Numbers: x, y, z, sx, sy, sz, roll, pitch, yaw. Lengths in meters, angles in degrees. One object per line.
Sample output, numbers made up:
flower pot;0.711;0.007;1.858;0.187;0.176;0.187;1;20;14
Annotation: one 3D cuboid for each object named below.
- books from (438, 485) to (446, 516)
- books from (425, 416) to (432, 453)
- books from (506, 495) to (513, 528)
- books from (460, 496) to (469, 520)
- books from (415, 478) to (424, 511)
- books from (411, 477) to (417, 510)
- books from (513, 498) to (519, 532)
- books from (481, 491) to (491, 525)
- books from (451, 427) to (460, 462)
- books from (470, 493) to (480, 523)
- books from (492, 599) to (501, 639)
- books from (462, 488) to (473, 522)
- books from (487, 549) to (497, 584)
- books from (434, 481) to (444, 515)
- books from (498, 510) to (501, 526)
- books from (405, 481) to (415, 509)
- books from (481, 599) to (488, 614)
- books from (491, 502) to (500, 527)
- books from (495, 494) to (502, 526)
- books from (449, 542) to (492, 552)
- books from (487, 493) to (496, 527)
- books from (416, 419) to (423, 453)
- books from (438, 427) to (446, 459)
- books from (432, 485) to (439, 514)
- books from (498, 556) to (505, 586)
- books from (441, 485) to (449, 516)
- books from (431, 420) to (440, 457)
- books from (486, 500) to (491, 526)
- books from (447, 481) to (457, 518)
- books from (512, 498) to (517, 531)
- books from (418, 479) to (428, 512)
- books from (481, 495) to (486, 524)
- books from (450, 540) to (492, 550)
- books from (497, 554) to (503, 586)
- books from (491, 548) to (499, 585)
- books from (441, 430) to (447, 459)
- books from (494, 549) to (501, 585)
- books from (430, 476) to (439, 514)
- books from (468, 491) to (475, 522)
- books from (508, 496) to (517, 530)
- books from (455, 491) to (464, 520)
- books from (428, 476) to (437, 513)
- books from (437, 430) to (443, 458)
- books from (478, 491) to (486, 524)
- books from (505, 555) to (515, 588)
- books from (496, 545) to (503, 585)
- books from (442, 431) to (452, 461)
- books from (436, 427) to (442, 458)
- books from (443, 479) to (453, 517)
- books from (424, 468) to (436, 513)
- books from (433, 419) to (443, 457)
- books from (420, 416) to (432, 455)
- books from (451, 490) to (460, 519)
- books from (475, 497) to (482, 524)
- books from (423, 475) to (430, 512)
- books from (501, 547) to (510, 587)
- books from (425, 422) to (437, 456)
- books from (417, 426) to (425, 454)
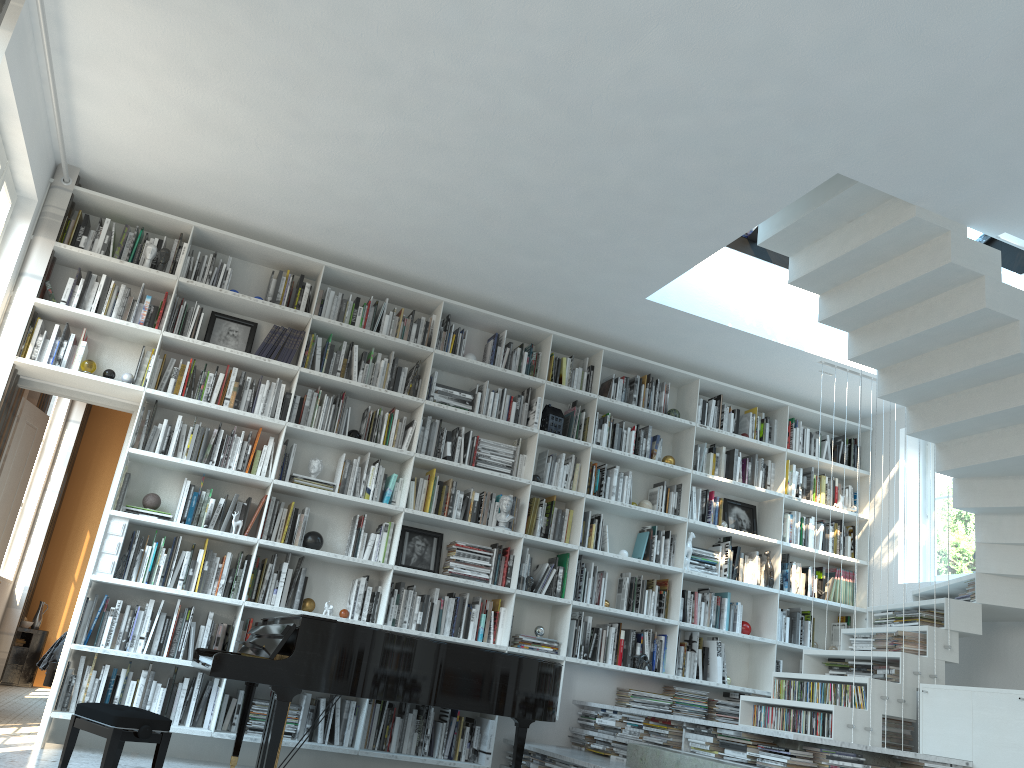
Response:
books;-0.494;0.808;5.980;0.012;0.227;0.170;15;-20;-19
books;-0.600;0.384;6.067;0.014;0.312;0.134;15;-19;-19
books;-0.044;0.913;6.160;0.025;0.278;0.108;15;-19;-19
books;-0.353;0.866;6.039;0.050;0.198;0.146;15;-20;-19
books;-0.644;0.762;5.944;0.026;0.247;0.139;15;-19;-19
books;-0.672;0.753;5.924;0.042;0.241;0.162;15;-20;-19
books;0.001;0.934;6.177;0.023;0.264;0.107;15;-19;-19
books;-0.200;0.874;6.085;0.025;0.257;0.151;15;-19;-19
books;-0.416;0.445;6.119;0.022;0.284;0.131;15;-19;-19
books;-0.284;0.864;6.041;0.029;0.223;0.186;15;-20;-19
books;-0.126;1.594;5.938;0.011;0.299;0.149;15;-19;-19
books;-0.316;0.844;6.050;0.014;0.257;0.162;15;-19;-19
books;-0.156;1.248;6.007;0.012;0.253;0.161;15;-19;-19
books;-0.518;0.793;5.996;0.028;0.258;0.135;15;-19;-19
books;-0.106;0.930;6.122;0.012;0.205;0.146;15;-20;-19
books;-0.687;0.761;5.902;0.053;0.208;0.156;15;-20;-19
books;-0.213;1.581;5.914;0.010;0.283;0.132;15;-19;-19
books;-0.139;0.921;6.107;0.035;0.200;0.149;15;-20;-19
books;-0.116;0.901;6.132;0.014;0.262;0.135;15;-19;-19
books;-0.284;1.108;5.994;0.254;0.012;0.161;17;-20;-21
books;-0.162;0.888;6.108;0.024;0.258;0.127;15;-19;-19
books;-0.663;0.383;6.021;0.026;0.266;0.171;15;-19;-19
books;-0.503;0.435;6.075;0.014;0.249;0.173;15;-20;-19
books;-0.542;0.799;5.978;0.024;0.227;0.148;15;-19;-19
books;-0.095;1.287;6.037;0.021;0.216;0.132;15;-19;-19
books;-0.479;0.811;5.994;0.026;0.235;0.137;15;-19;-19
books;-0.555;0.402;6.072;0.029;0.294;0.151;15;-19;-19
books;-0.189;0.908;6.099;0.022;0.206;0.114;15;-19;-19
books;-0.433;0.800;5.992;0.028;0.267;0.190;15;-20;-19
books;-0.014;0.929;6.164;0.014;0.260;0.137;15;-19;-19
books;-0.617;0.771;5.947;0.029;0.239;0.156;15;-19;-19
books;-0.232;0.886;6.089;0.025;0.229;0.143;15;-19;-19
books;-0.281;1.096;5.995;0.254;0.012;0.161;14;-20;-15
books;-0.110;1.276;6.035;0.013;0.231;0.134;15;-19;-19
books;-0.144;1.247;6.009;0.011;0.260;0.184;15;-20;-19
books;-0.493;0.443;6.078;0.011;0.238;0.148;15;-19;-19
books;-0.127;1.258;6.026;0.013;0.255;0.163;15;-19;-19
books;-0.545;0.765;5.960;0.010;0.280;0.171;15;-19;-19
books;-0.305;0.857;6.047;0.010;0.233;0.175;15;-20;-19
books;-0.022;0.920;6.150;0.014;0.265;0.154;15;-19;-19
books;-0.384;0.845;6.018;0.030;0.214;0.169;15;-20;-19
books;-0.561;0.762;5.937;0.015;0.265;0.189;15;-20;-19
books;-0.519;0.440;6.071;0.014;0.232;0.147;15;-19;-19
books;-0.234;0.865;6.053;0.012;0.244;0.186;15;-20;-19
books;-0.049;1.284;6.026;0.034;0.228;0.200;15;-20;-19
books;-0.114;1.246;6.034;0.011;0.287;0.152;15;-19;-19
books;-0.455;0.453;6.085;0.066;0.236;0.154;15;-19;-19
books;-0.528;0.429;6.070;0.011;0.251;0.153;15;-19;-19
books;-0.456;0.792;6.001;0.013;0.282;0.177;15;-19;-19
books;-0.570;0.735;5.941;0.014;0.316;0.188;15;-19;-19
books;-0.534;0.403;6.072;0.011;0.299;0.180;15;-19;-19
books;-0.612;0.381;6.041;0.026;0.296;0.179;15;-19;-19
books;-0.408;0.837;6.008;0.024;0.215;0.175;15;-20;-19
books;-0.260;0.883;6.049;0.029;0.199;0.179;15;-20;-19
books;-0.600;0.758;5.971;0.010;0.283;0.137;15;-19;-19
books;-0.070;1.258;6.036;0.011;0.278;0.186;15;-19;-19
books;-0.575;0.404;6.043;0.025;0.265;0.185;15;-20;-19
books;-0.648;0.411;6.038;0.027;0.227;0.147;15;-19;-19
